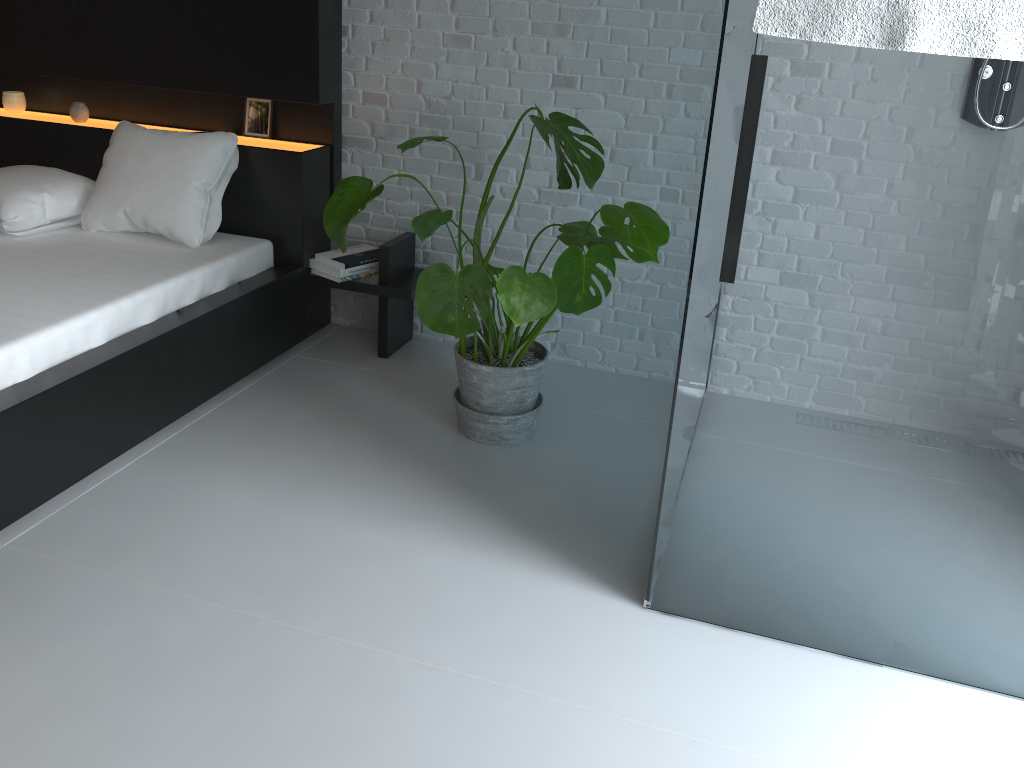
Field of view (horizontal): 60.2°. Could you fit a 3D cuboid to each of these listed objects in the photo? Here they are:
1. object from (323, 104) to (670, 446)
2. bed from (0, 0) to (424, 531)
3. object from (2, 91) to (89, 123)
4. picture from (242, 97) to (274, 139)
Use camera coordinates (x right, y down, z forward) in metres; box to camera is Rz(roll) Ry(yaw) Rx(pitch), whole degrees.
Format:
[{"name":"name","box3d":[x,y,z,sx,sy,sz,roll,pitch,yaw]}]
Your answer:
[{"name":"object","box3d":[0.002,-0.298,2.681,1.001,1.021,0.866,18,25,32]},{"name":"bed","box3d":[-1.847,-0.853,2.463,2.565,1.988,2.675,10,22,15]},{"name":"object","box3d":[-1.933,-1.151,3.665,0.451,0.083,0.090,13,23,20]},{"name":"picture","box3d":[-1.005,-1.053,3.492,0.125,0.153,0.037,9,20,14]}]
